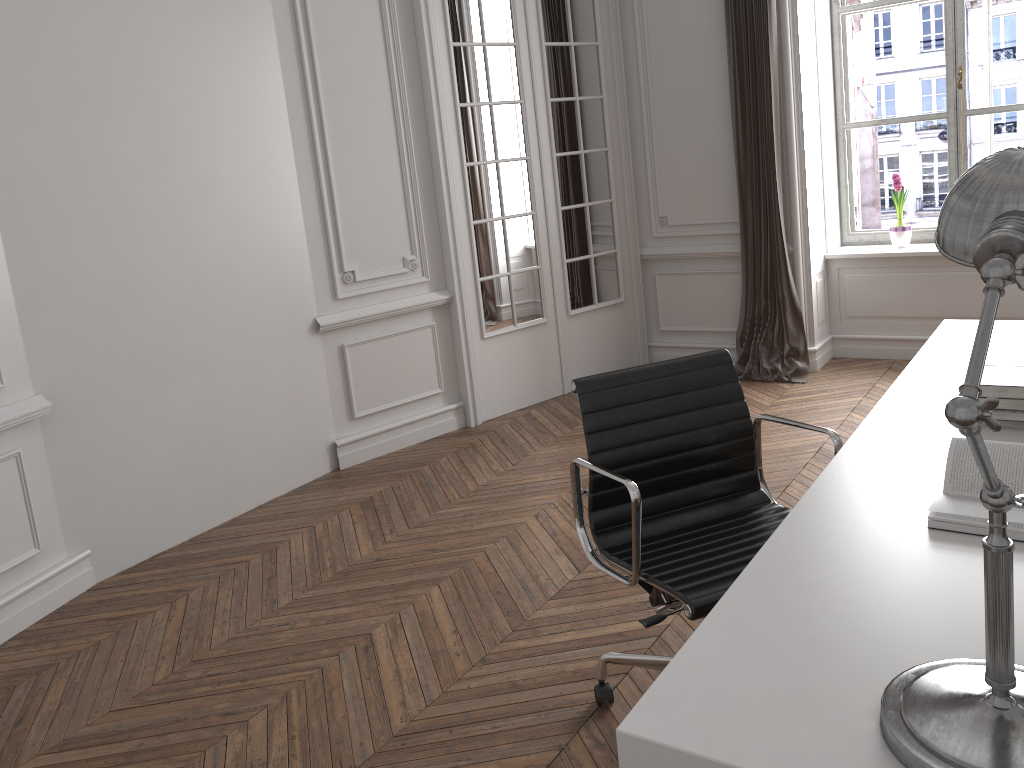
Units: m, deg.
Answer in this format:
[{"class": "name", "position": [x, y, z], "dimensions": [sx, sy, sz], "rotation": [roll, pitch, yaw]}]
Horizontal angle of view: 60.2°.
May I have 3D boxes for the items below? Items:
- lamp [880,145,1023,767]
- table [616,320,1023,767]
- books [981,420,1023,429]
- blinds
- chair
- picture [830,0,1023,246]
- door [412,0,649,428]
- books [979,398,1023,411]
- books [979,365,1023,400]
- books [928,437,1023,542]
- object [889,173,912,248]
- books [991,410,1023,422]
[{"class": "lamp", "position": [0.601, 0.068, 1.079], "dimensions": [0.269, 0.690, 0.495], "rotation": [1, 13, 35]}, {"class": "table", "position": [1.277, 0.493, 2.023], "dimensions": [0.901, 0.739, 2.660], "rotation": [2, 16, 34]}, {"class": "books", "position": [1.259, 0.070, 2.148], "dimensions": [0.242, 0.022, 0.194], "rotation": [4, 17, 36]}, {"class": "blinds", "position": [1.433, -1.558, 5.294], "dimensions": [0.581, 3.061, 0.314], "rotation": [2, 13, 40]}, {"class": "chair", "position": [0.523, 0.444, 2.201], "dimensions": [0.698, 0.911, 0.673], "rotation": [-12, 13, -28]}, {"class": "picture", "position": [0.674, -1.349, 2.263], "dimensions": [13.199, 4.740, 13.443], "rotation": [1, 15, 27]}, {"class": "door", "position": [0.184, -1.250, 5.441], "dimensions": [1.580, 2.700, 0.086], "rotation": [-15, 13, -38]}, {"class": "books", "position": [1.250, 0.025, 2.136], "dimensions": [0.240, 0.028, 0.193], "rotation": [3, 17, 32]}, {"class": "books", "position": [1.253, -0.003, 2.125], "dimensions": [0.259, 0.032, 0.194], "rotation": [3, 17, 32]}, {"class": "books", "position": [0.931, 0.189, 1.664], "dimensions": [0.226, 0.094, 0.283], "rotation": [4, 17, 36]}, {"class": "object", "position": [2.449, -1.098, 5.580], "dimensions": [0.129, 0.470, 0.131], "rotation": [-7, 10, -4]}, {"class": "books", "position": [1.258, 0.051, 2.132], "dimensions": [0.259, 0.022, 0.215], "rotation": [4, 17, 34]}]
